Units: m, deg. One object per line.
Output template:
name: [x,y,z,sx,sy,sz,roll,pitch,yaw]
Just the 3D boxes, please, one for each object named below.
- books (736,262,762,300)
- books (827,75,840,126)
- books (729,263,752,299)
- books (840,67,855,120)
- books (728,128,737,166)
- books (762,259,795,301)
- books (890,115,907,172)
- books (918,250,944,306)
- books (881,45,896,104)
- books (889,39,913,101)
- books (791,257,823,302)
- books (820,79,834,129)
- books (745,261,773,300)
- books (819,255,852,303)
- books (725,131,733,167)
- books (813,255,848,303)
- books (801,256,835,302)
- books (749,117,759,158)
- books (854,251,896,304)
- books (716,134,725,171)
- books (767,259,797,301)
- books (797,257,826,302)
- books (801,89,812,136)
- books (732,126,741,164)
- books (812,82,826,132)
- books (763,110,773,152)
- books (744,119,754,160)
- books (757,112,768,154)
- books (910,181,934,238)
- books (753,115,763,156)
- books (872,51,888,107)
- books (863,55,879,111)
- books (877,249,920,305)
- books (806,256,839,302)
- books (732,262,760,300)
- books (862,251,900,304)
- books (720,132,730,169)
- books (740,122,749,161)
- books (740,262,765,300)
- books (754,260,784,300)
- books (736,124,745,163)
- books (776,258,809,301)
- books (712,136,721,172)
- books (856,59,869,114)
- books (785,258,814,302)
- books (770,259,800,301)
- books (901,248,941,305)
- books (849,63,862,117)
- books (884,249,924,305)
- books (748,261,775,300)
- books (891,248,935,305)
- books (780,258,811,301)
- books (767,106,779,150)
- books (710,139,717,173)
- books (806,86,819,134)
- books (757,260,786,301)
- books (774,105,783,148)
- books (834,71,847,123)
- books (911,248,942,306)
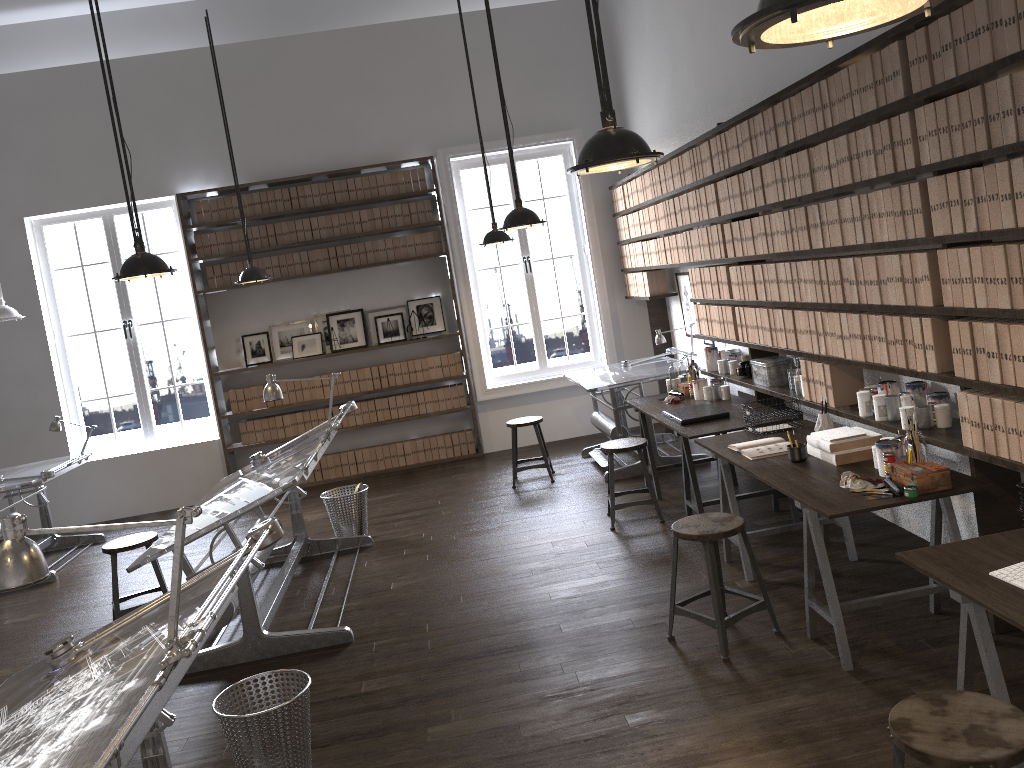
books: [1.524,-0.645,5.588,0.174,0.225,0.067,-10,4,-5]
books: [1.545,-1.299,4.027,0.174,0.225,0.067,-10,4,-5]
books: [1.514,-0.661,5.732,0.174,0.225,0.067,-10,4,-5]
books: [1.552,-1.283,3.887,0.174,0.225,0.067,-10,4,-5]
books: [1.416,-1.440,5.351,0.174,0.225,0.067,-10,4,-5]
books: [1.571,-0.601,5.171,0.174,0.225,0.067,-10,4,-5]
books: [1.634,-0.975,3.563,0.174,0.225,0.067,-10,4,-5]
books: [1.724,-0.423,3.516,0.174,0.225,0.067,-10,4,-5]
books: [1.589,-1.247,3.549,0.174,0.225,0.067,-10,4,-5]
books: [1.592,-1.239,3.478,0.174,0.225,0.067,-10,4,-5]
books: [1.609,-0.557,4.763,0.174,0.225,0.067,-10,4,-5]
books: [1.534,-1.306,4.096,0.174,0.225,0.067,-10,4,-5]
books: [1.543,-0.632,5.461,0.174,0.225,0.067,-10,4,-5]
books: [1.641,-0.520,4.417,0.174,0.225,0.067,-10,4,-5]
books: [1.411,-1.448,5.420,0.174,0.225,0.067,-10,4,-5]
books: [1.631,-0.526,4.480,0.174,0.225,0.067,-10,4,-5]
books: [1.620,-0.542,4.624,0.174,0.225,0.067,-10,4,-5]
books: [1.449,-1.404,5.013,0.174,0.225,0.067,-10,4,-5]
books: [1.678,-0.481,4.053,0.174,0.225,0.067,-10,4,-5]
books: [1.390,-1.462,5.561,0.174,0.225,0.067,-10,4,-5]
books: [1.577,-0.594,5.101,0.174,0.225,0.067,-10,4,-5]
books: [1.617,-0.550,4.694,0.174,0.225,0.067,-10,4,-5]
books: [1.515,-1.328,4.303,0.174,0.225,0.067,-10,4,-5]
books: [1.419,-1.432,5.280,0.174,0.225,0.067,-10,4,-5]
books: [1.524,-1.313,4.168,0.174,0.225,0.067,-10,4,-5]
books: [1.470,-1.382,4.801,0.174,0.225,0.067,-10,4,-5]
books: [1.437,-1.410,5.079,0.174,0.225,0.067,-10,4,-5]
books: [1.458,-1.388,4.872,0.174,0.225,0.067,-10,4,-5]
books: [1.684,-0.696,3.500,0.174,0.225,0.067,-10,4,-5]
books: [1.456,-1.397,4.942,0.174,0.225,0.067,-10,4,-5]
books: [1.583,-1.255,3.620,0.174,0.225,0.067,-10,4,-5]
books: [1.570,-1.261,3.686,0.174,0.225,0.067,-10,4,-5]
books: [1.696,-0.459,3.849,0.174,0.225,0.067,-10,4,-5]
books: [1.624,-0.534,4.552,0.174,0.225,0.067,-10,4,-5]
books: [1.518,-0.653,5.660,0.174,0.225,0.067,-10,4,-5]
books: [1.685,-0.474,3.982,0.174,0.225,0.067,-10,4,-5]
books: [1.400,-1.455,5.489,0.174,0.225,0.067,-10,4,-5]
books: [1.435,-1.418,5.146,0.174,0.225,0.067,-10,4,-5]
books: [1.535,-0.639,5.525,0.174,0.225,0.067,-10,4,-5]
books: [1.558,-0.616,5.312,0.174,0.225,0.067,-10,4,-5]
books: [1.427,-1.425,5.209,0.174,0.225,0.067,-10,4,-5]
books: [1.589,-0.579,4.967,0.174,0.225,0.067,-10,4,-5]
books: [1.383,-1.470,5.633,0.174,0.225,0.067,-10,4,-5]
books: [1.569,-1.269,3.753,0.174,0.225,0.067,-10,4,-5]
books: [1.598,-0.564,4.832,0.174,0.225,0.067,-10,4,-5]
books: [1.578,-0.585,5.033,0.174,0.225,0.067,-10,4,-5]
books: [1.716,-0.438,3.650,0.174,0.225,0.067,-10,4,-5]
books: [1.561,-1.275,3.815,0.174,0.225,0.067,-10,4,-5]
books: [1.701,-0.452,3.786,0.174,0.225,0.067,-10,4,-5]
books: [1.545,-0.623,5.386,0.174,0.225,0.067,-10,4,-5]
books: [1.705,-0.445,3.720,0.174,0.225,0.067,-10,4,-5]
books: [1.593,-0.572,4.905,0.174,0.225,0.067,-10,4,-5]
books: [1.471,-1.373,4.726,0.174,0.225,0.067,-10,4,-5]
books: [1.382,-1.477,5.696,0.174,0.225,0.067,-10,4,-5]
books: [1.517,-1.320,4.239,0.174,0.225,0.067,-10,4,-5]
books: [1.560,-0.608,5.241,0.174,0.225,0.067,-10,4,-5]
books: [1.484,-1.366,4.653,0.174,0.225,0.067,-10,4,-5]
books: [1.549,-1.291,3.957,0.174,0.225,0.067,-10,4,-5]
books: [1.724,-0.431,3.581,0.174,0.225,0.067,-10,4,-5]
